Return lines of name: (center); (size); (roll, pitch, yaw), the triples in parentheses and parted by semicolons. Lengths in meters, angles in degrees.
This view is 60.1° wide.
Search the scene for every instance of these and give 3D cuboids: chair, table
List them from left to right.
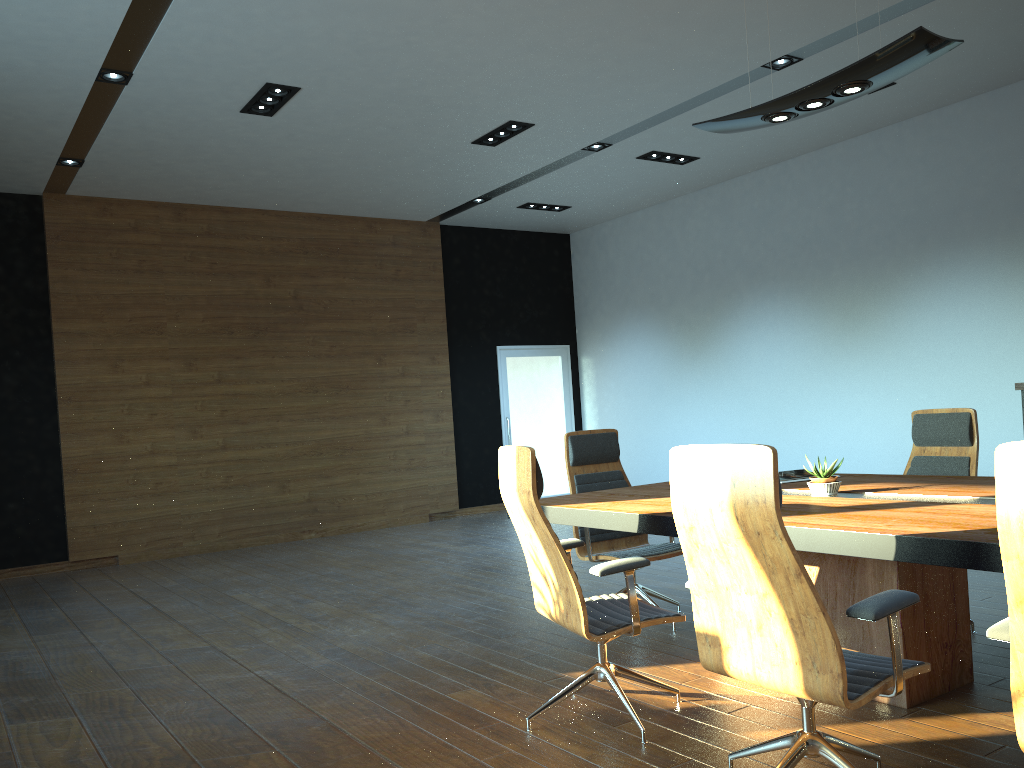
chair: (0.346, 0.790, 3.596); (0.695, 1.128, 0.707); (-4, 0, -19)
chair: (0.684, 0.823, 5.154); (0.705, 1.128, 0.697); (-4, 0, -31)
chair: (0.889, 0.723, 2.713); (0.695, 1.128, 0.707); (-4, 0, -34)
chair: (2.139, 0.712, 4.762); (0.695, 1.128, 0.707); (-4, 0, -27)
chair: (1.444, 0.657, 1.898); (0.695, 1.128, 0.707); (-4, 0, -31)
table: (2.274, 0.792, 2.737); (1.782, 0.797, 5.551); (-3, -2, -34)

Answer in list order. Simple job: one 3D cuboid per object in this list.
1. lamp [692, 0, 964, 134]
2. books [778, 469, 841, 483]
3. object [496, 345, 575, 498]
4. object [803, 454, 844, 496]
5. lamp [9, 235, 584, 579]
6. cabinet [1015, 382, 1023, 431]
lamp: (1.299, -1.828, 3.910); (0.339, 1.199, 1.199); (-4, 0, -34)
books: (1.467, 0.503, 4.896); (0.389, 0.033, 0.545); (-3, -2, -22)
object: (0.326, 0.564, 12.038); (1.196, 2.161, 0.200); (-4, 1, -34)
object: (1.405, 0.405, 3.988); (0.153, 0.188, 0.177); (-4, -1, 31)
lamp: (-1.559, -0.247, 7.675); (9.379, 3.709, 16.710); (-3, -2, -34)
cabinet: (4.837, 0.517, 5.988); (0.766, 1.233, 2.352); (-4, -1, -34)
